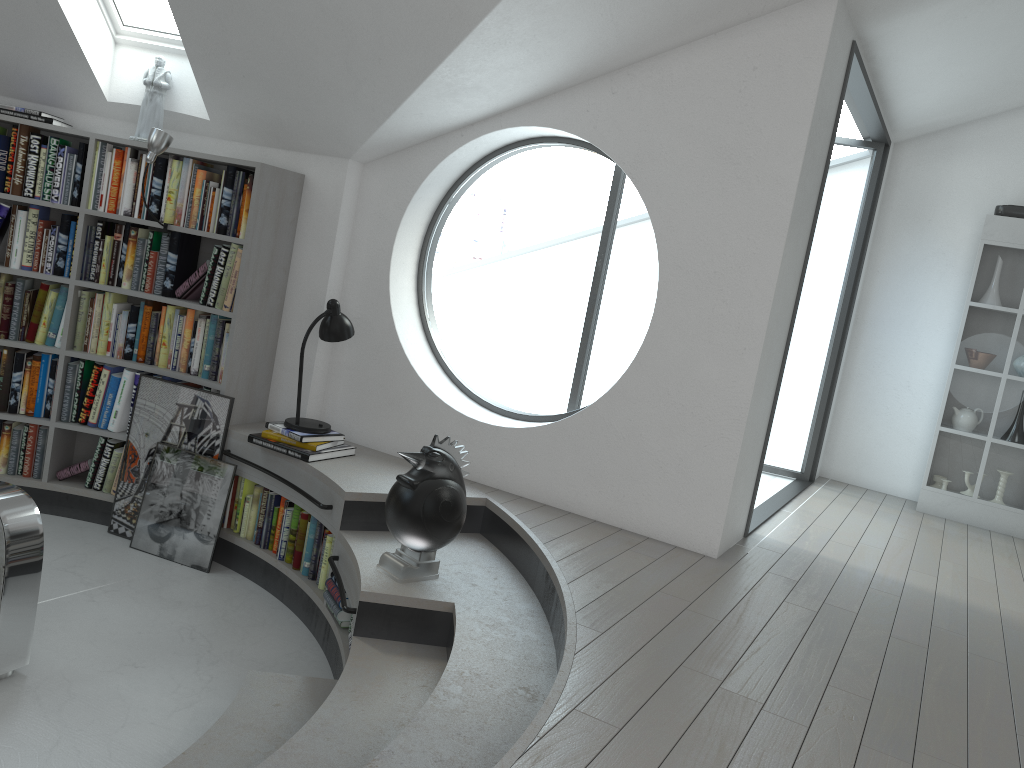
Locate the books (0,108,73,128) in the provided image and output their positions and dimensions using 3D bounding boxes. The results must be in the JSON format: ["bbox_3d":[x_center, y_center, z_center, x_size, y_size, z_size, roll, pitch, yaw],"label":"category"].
[{"bbox_3d":[-2.562,-1.407,4.703,0.335,0.036,0.318,9,7,-11],"label":"books"}]

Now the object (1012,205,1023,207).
[{"bbox_3d":[3.313,-1.090,5.788,0.171,0.119,0.170,14,7,26],"label":"object"}]

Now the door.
[{"bbox_3d":[1.783,-0.579,6.188,1.052,2.340,0.080,12,6,12],"label":"door"}]

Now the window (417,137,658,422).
[{"bbox_3d":[0.151,-0.538,4.602,1.474,1.466,0.104,14,6,26],"label":"window"}]

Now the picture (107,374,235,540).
[{"bbox_3d":[-1.781,0.428,4.616,0.579,0.860,0.090,13,6,16],"label":"picture"}]

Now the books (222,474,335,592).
[{"bbox_3d":[-1.084,0.701,4.380,1.152,0.297,0.272,17,9,40],"label":"books"}]

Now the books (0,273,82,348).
[{"bbox_3d":[-2.788,-0.431,4.710,0.972,0.351,0.253,8,7,-21],"label":"books"}]

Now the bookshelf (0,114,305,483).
[{"bbox_3d":[-3.180,-0.377,3.380,2.114,1.875,4.334,14,8,26],"label":"bookshelf"}]

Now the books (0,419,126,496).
[{"bbox_3d":[-2.730,0.332,4.806,1.495,0.310,0.361,9,7,-11],"label":"books"}]

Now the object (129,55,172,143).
[{"bbox_3d":[-1.897,-1.502,4.691,0.180,0.471,0.179,15,7,35],"label":"object"}]

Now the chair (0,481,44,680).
[{"bbox_3d":[-2.182,0.647,2.947,0.743,0.717,0.824,13,7,21],"label":"chair"}]

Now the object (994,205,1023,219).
[{"bbox_3d":[3.309,-1.072,5.790,0.299,0.119,0.299,14,8,26],"label":"object"}]

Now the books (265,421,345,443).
[{"bbox_3d":[-1.030,0.237,4.412,0.287,0.031,0.269,16,9,36],"label":"books"}]

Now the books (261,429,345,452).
[{"bbox_3d":[-1.036,0.268,4.415,0.305,0.034,0.286,13,7,16],"label":"books"}]

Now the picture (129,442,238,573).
[{"bbox_3d":[-1.675,0.625,4.513,0.490,0.554,0.107,13,6,17],"label":"picture"}]

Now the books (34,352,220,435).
[{"bbox_3d":[-2.008,0.095,4.828,1.185,0.358,0.304,12,6,8],"label":"books"}]

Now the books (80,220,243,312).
[{"bbox_3d":[-1.804,-0.640,4.751,1.053,0.357,0.280,12,6,12],"label":"books"}]

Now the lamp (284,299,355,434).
[{"bbox_3d":[-0.944,-0.098,4.408,0.234,0.658,0.322,16,8,42],"label":"lamp"}]

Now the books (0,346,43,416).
[{"bbox_3d":[-2.941,-0.072,4.727,0.870,0.350,0.273,8,7,-22],"label":"books"}]

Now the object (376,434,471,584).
[{"bbox_3d":[-0.334,0.472,3.480,0.320,0.561,0.321,11,6,-1],"label":"object"}]

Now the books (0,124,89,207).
[{"bbox_3d":[-2.711,-1.193,4.625,0.968,0.366,0.307,8,7,-20],"label":"books"}]

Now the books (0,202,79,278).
[{"bbox_3d":[-2.544,-0.782,4.767,0.552,0.350,0.257,9,6,-17],"label":"books"}]

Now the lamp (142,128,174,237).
[{"bbox_3d":[-1.763,-1.010,4.497,0.112,0.524,0.275,13,6,17],"label":"lamp"}]

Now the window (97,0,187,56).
[{"bbox_3d":[-2.852,-2.105,3.210,1.937,0.711,4.056,14,8,26],"label":"window"}]

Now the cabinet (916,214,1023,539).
[{"bbox_3d":[3.236,-0.060,5.830,0.643,1.984,0.361,14,6,26],"label":"cabinet"}]

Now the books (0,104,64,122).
[{"bbox_3d":[-2.556,-1.434,4.701,0.247,0.027,0.234,11,7,-1],"label":"books"}]

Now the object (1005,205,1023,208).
[{"bbox_3d":[3.311,-1.081,5.789,0.239,0.119,0.238,14,8,26],"label":"object"}]

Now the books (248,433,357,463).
[{"bbox_3d":[-1.043,0.304,4.419,0.389,0.042,0.365,14,8,26],"label":"books"}]

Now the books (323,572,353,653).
[{"bbox_3d":[-0.592,0.963,3.602,0.240,0.167,0.668,8,8,-23],"label":"books"}]

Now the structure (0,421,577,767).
[{"bbox_3d":[-2.123,0.678,2.838,4.702,0.691,4.730,8,8,-18],"label":"structure"}]

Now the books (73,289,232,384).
[{"bbox_3d":[-1.868,-0.265,4.793,1.022,0.347,0.276,12,6,12],"label":"books"}]

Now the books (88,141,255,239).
[{"bbox_3d":[-1.743,-1.018,4.717,1.015,0.361,0.293,12,6,9],"label":"books"}]
